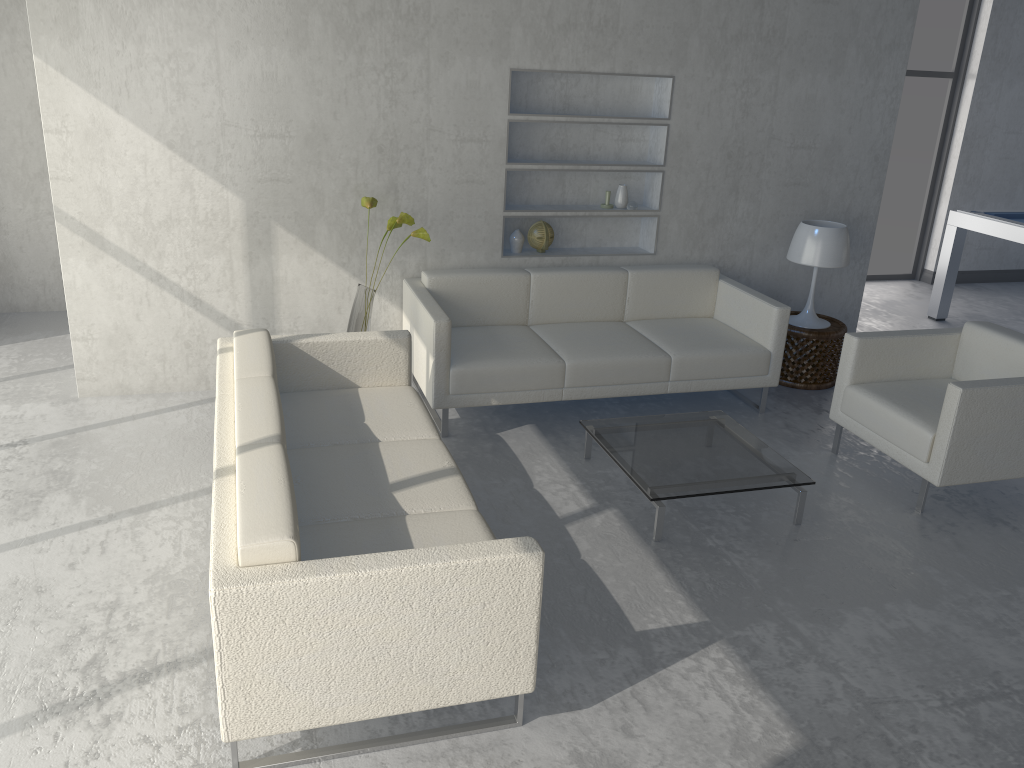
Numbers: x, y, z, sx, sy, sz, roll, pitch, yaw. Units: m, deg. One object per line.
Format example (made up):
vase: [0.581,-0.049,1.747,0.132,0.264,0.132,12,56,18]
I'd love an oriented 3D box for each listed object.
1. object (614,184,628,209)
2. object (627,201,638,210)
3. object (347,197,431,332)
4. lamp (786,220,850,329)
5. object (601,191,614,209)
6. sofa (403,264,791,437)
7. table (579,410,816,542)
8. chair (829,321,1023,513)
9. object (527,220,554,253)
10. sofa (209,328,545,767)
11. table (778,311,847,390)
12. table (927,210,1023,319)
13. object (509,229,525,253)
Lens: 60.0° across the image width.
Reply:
object: [0.631,-1.078,5.095,0.079,0.130,0.079,-4,22,-18]
object: [0.689,-1.023,5.072,0.064,0.050,0.064,-1,21,-11]
object: [-0.614,-0.370,4.413,0.400,1.051,0.387,7,21,9]
lamp: [1.753,-0.635,5.123,0.347,0.582,0.347,20,26,38]
object: [0.548,-1.057,5.082,0.074,0.094,0.074,17,25,34]
sofa: [0.419,-0.234,4.744,1.881,0.658,0.821,-3,22,-17]
table: [0.764,0.370,3.852,0.730,0.190,0.773,-3,22,-17]
chair: [2.031,0.112,4.042,0.821,0.662,0.748,-3,22,-17]
object: [0.180,-0.832,5.024,0.163,0.179,0.088,-7,23,-26]
sofa: [-0.571,0.356,3.040,0.821,0.658,1.881,-3,22,-17]
table: [1.732,-0.204,5.285,0.452,0.358,0.452,-15,27,-39]
table: [4.057,-0.584,5.871,1.180,0.835,2.095,-3,22,-17]
object: [0.028,-0.808,5.014,0.086,0.128,0.086,1,21,-6]
